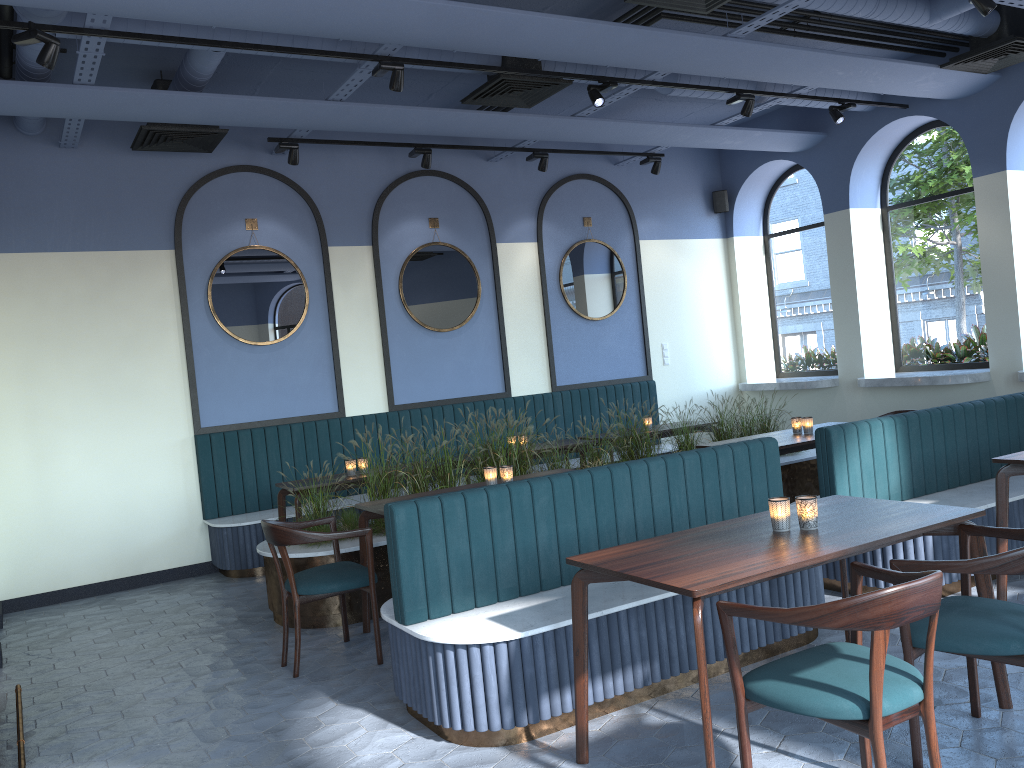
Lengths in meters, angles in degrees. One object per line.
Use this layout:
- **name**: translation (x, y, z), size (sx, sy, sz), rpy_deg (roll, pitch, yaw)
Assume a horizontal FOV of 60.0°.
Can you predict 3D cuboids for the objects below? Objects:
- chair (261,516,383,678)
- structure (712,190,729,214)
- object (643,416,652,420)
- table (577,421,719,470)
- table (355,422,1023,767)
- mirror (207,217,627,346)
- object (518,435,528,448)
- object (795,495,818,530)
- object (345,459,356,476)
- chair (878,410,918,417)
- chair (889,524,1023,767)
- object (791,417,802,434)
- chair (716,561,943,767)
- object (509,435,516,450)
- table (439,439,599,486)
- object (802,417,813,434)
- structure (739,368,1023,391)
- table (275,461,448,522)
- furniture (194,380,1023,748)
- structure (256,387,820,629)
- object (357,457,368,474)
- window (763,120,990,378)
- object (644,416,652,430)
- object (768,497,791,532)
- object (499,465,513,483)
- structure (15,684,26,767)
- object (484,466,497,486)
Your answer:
- **chair**: translation (-1.013, 1.080, 4.698), size (0.525, 0.793, 0.618), rpy_deg (-6, 1, -30)
- **structure**: translation (-0.994, -1.625, 4.500), size (7.261, 0.268, 13.143), rpy_deg (-4, 2, 43)
- **object**: translation (1.256, 0.355, 8.180), size (0.078, 0.120, 0.078), rpy_deg (-4, 2, 43)
- **table**: translation (1.302, 0.790, 8.158), size (1.332, 0.755, 0.548), rpy_deg (-6, 1, -30)
- **table**: translation (-0.140, 1.046, 3.092), size (3.997, 0.755, 9.778), rpy_deg (-4, 2, 44)
- **mirror**: translation (-0.661, -1.041, 8.450), size (4.357, 1.089, 0.026), rpy_deg (-6, 1, -30)
- **object**: translation (0.093, 0.487, 7.456), size (0.078, 0.120, 0.078), rpy_deg (-4, 2, 43)
- **object**: translation (1.099, 0.479, 3.299), size (0.078, 0.120, 0.078), rpy_deg (-4, 2, 43)
- **object**: translation (-1.221, 0.633, 6.726), size (0.078, 0.120, 0.078), rpy_deg (-6, 1, -13)
- **chair**: translation (3.019, 0.628, 7.019), size (0.525, 0.793, 0.618), rpy_deg (-6, 1, -30)
- **chair**: translation (1.632, 0.856, 2.968), size (0.618, 0.793, 0.525), rpy_deg (-7, 2, -43)
- **object**: translation (2.110, 0.306, 6.564), size (0.078, 0.120, 0.078), rpy_deg (-6, 1, -13)
- **chair**: translation (1.006, 0.926, 2.610), size (0.618, 0.793, 0.525), rpy_deg (-6, 1, -30)
- **object**: translation (-0.002, 0.496, 7.477), size (0.078, 0.120, 0.078), rpy_deg (-4, 2, 43)
- **table**: translation (0.095, 0.926, 7.464), size (1.332, 0.755, 0.548), rpy_deg (-6, 1, -30)
- **object**: translation (2.163, 0.303, 6.482), size (0.078, 0.120, 0.078), rpy_deg (-6, 1, -13)
- **structure**: translation (2.232, 0.222, 3.236), size (4.315, 0.080, 14.155), rpy_deg (-5, 1, 21)
- **table**: translation (-1.094, 1.059, 6.779), size (1.285, 0.755, 0.548), rpy_deg (-6, 1, -30)
- **furniture**: translation (0.674, 0.692, 6.465), size (4.800, 1.150, 4.703), rpy_deg (-6, 1, -30)
- **structure**: translation (0.503, 0.674, 6.760), size (4.878, 1.207, 1.143), rpy_deg (-6, 1, -28)
- **object**: translation (-1.139, 0.624, 6.779), size (0.078, 0.120, 0.078), rpy_deg (-6, 1, -13)
- **window**: translation (2.322, -1.018, 3.146), size (3.897, 2.394, 14.212), rpy_deg (-5, 1, 21)
- **object**: translation (1.236, 0.359, 8.085), size (0.078, 0.120, 0.078), rpy_deg (-4, 2, 43)
- **object**: translation (1.004, 0.488, 3.320), size (0.078, 0.120, 0.078), rpy_deg (-4, 2, 43)
- **object**: translation (-0.030, 0.547, 5.276), size (0.078, 0.120, 0.078), rpy_deg (-4, 2, 43)
- **structure**: translation (-1.063, 1.455, 0.269), size (6.894, 0.250, 5.649), rpy_deg (-5, 1, 32)
- **object**: translation (-0.126, 0.556, 5.297), size (0.078, 0.120, 0.078), rpy_deg (-4, 2, 43)
